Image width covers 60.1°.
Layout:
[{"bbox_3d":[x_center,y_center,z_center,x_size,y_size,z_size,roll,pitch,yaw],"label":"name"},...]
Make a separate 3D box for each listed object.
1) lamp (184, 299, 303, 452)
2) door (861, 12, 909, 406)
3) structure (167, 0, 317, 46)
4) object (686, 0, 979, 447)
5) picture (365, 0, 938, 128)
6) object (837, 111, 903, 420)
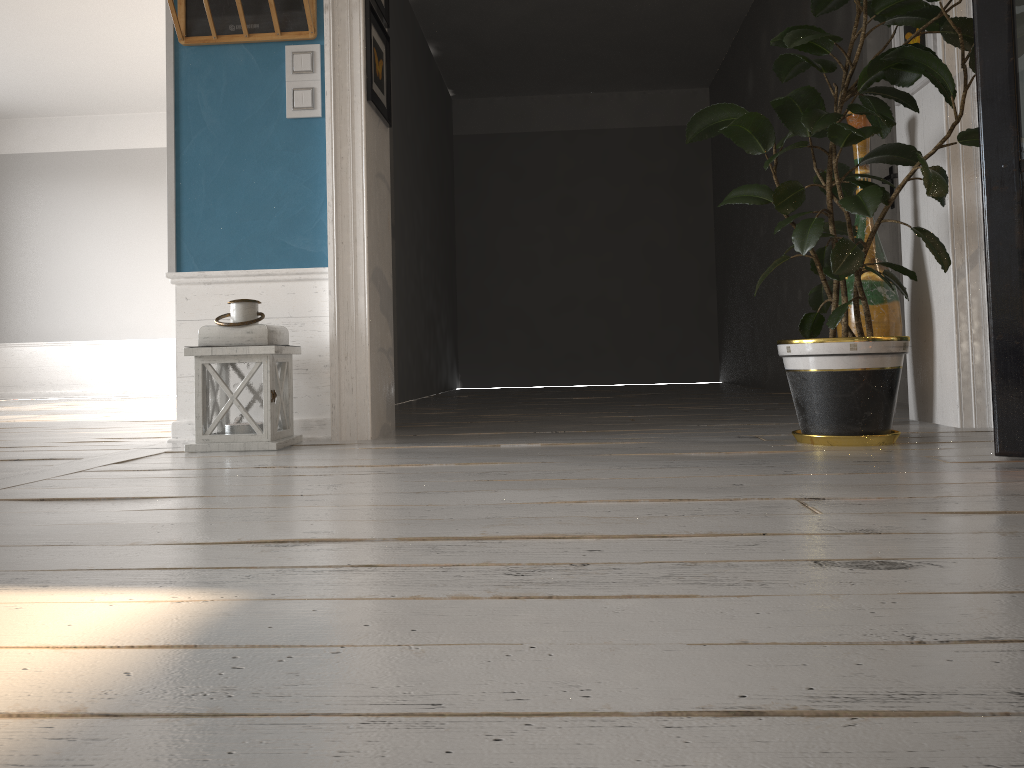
[{"bbox_3d":[-0.862,-0.037,2.864,0.287,0.479,0.286,-2,-1,2],"label":"lamp"},{"bbox_3d":[1.877,-1.048,4.000,0.178,2.312,1.035,-2,-2,4],"label":"door"},{"bbox_3d":[-0.947,-1.591,3.054,0.495,0.777,0.185,-2,-2,4],"label":"structure"},{"bbox_3d":[0.973,-0.694,0.970,1.011,1.797,3.893,-2,1,3],"label":"object"},{"bbox_3d":[0.465,-1.394,3.225,1.945,0.755,0.358,-1,-2,4],"label":"picture"},{"bbox_3d":[1.258,-0.419,3.140,0.216,1.126,0.215,-1,-2,-2],"label":"object"}]
